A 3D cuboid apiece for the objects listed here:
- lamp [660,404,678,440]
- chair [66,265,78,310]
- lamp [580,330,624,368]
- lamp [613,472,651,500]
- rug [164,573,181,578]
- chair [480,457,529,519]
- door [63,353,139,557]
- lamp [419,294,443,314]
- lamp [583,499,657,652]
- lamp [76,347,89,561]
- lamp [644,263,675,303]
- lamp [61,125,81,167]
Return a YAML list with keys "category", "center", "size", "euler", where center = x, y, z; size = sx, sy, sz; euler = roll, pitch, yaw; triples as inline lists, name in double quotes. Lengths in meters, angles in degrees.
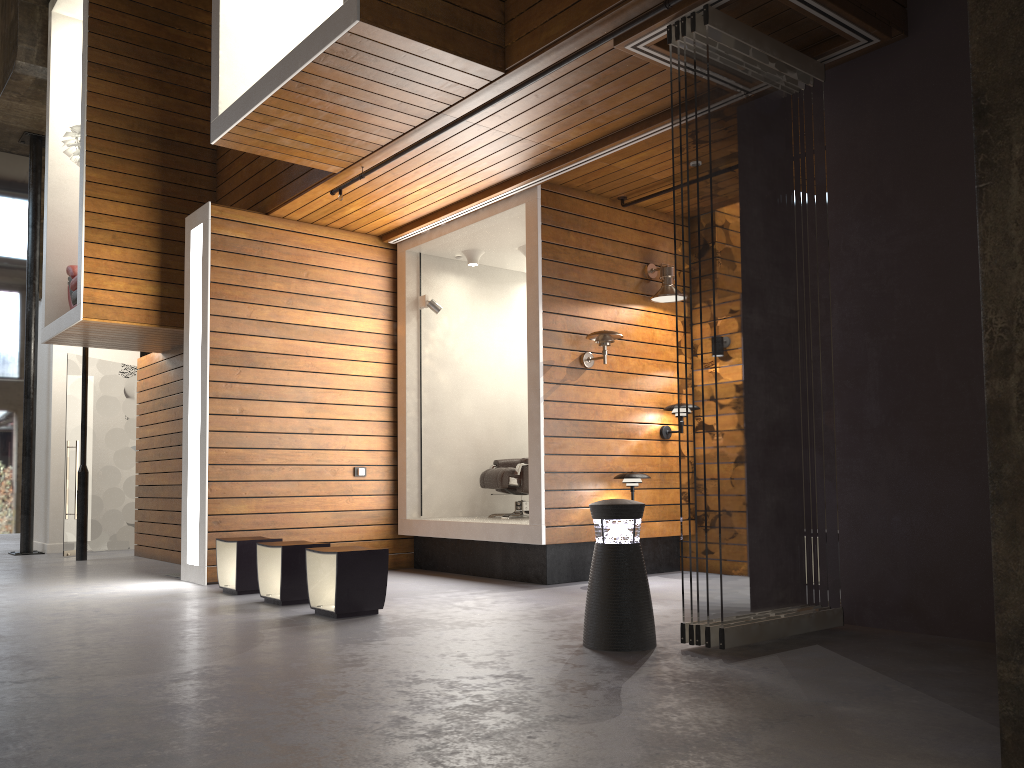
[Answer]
- category: "lamp"
  center: [1.376, 0.302, 7.291]
  size: [0.288, 0.296, 0.327]
  euler: [3, -7, -39]
- category: "chair"
  center: [-3.715, -1.062, 8.630]
  size: [0.954, 0.934, 1.203]
  euler: [3, -7, -39]
- category: "lamp"
  center: [0.685, -0.274, 6.758]
  size: [0.288, 0.270, 0.352]
  euler: [3, -7, -39]
- category: "lamp"
  center: [0.924, 1.094, 6.752]
  size: [0.288, 0.859, 0.288]
  euler: [-4, -5, 37]
- category: "rug"
  center: [-2.321, 1.716, 8.170]
  size: [1.579, 0.014, 0.542]
  euler: [5, -8, -39]
- category: "chair"
  center: [0.175, 0.694, 8.196]
  size: [0.825, 1.068, 0.758]
  euler: [1, -5, -24]
- category: "door"
  center: [-4.894, 0.861, 10.637]
  size: [0.146, 2.296, 1.290]
  euler: [-2, -4, 14]
- category: "lamp"
  center: [-0.752, -0.724, 8.082]
  size: [0.249, 0.188, 0.130]
  euler: [-3, -5, 20]
- category: "lamp"
  center: [0.510, 0.899, 4.251]
  size: [0.348, 0.694, 0.349]
  euler: [2, -5, -33]
- category: "lamp"
  center: [-4.661, 0.513, 9.645]
  size: [0.630, 2.938, 0.632]
  euler: [-1, -4, 2]
- category: "lamp"
  center: [1.259, -0.852, 7.269]
  size: [0.295, 0.330, 0.347]
  euler: [3, -6, -37]
- category: "lamp"
  center: [-4.054, -2.957, 8.555]
  size: [0.512, 1.768, 0.489]
  euler: [-2, -4, 15]
